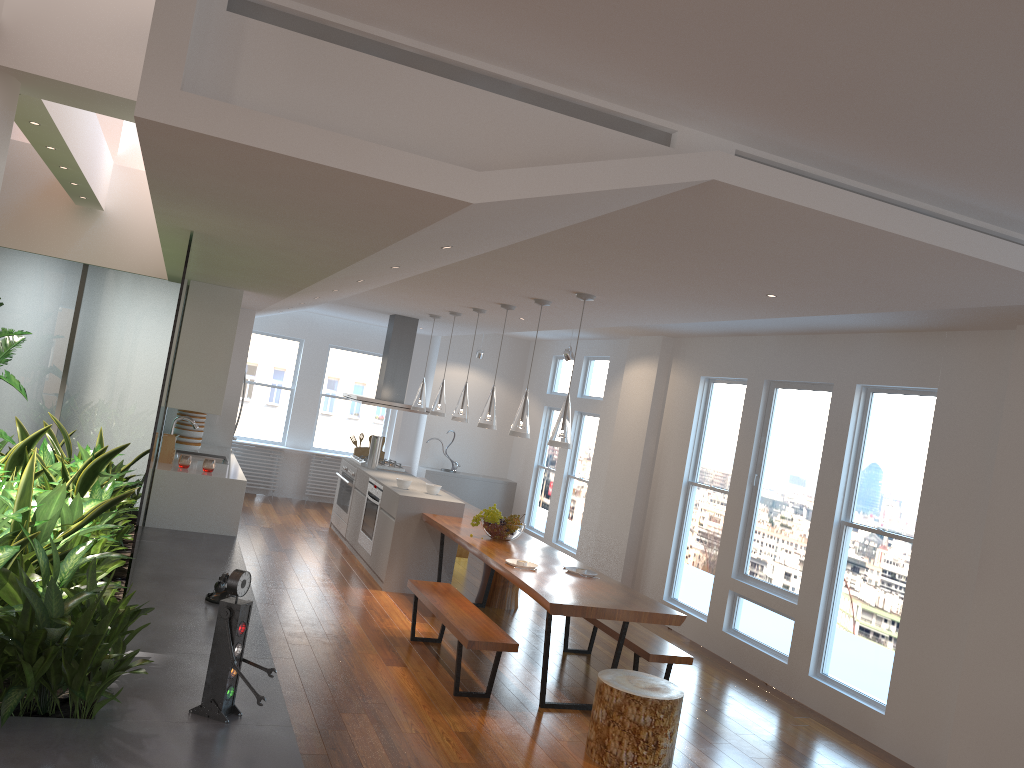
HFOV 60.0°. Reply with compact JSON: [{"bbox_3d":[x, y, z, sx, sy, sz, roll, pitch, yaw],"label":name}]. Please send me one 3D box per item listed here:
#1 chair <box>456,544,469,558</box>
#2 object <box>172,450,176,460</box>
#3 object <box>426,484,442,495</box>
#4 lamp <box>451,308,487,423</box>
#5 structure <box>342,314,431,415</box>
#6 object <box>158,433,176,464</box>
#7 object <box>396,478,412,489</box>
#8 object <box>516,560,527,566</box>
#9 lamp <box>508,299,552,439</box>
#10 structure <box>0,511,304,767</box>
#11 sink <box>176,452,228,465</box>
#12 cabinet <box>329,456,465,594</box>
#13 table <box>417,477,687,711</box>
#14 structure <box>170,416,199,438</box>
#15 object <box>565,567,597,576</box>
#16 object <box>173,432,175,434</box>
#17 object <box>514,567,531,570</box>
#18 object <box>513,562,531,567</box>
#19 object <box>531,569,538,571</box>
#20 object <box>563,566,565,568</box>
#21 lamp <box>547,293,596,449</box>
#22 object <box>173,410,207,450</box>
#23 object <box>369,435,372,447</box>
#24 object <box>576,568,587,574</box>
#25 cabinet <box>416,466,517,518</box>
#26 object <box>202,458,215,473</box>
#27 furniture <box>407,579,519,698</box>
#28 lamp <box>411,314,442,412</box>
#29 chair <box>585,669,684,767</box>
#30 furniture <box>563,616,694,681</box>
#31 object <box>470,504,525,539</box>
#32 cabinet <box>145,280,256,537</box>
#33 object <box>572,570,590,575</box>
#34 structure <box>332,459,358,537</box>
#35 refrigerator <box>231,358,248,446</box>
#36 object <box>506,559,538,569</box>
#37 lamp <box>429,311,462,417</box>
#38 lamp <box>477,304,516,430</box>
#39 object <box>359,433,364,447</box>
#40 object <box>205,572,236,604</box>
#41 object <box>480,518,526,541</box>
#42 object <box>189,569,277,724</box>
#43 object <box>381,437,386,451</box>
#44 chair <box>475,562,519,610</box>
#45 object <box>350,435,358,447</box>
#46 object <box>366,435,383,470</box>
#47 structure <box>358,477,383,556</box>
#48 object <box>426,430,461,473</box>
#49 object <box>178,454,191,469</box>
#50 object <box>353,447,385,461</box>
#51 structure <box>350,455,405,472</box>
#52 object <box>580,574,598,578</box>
[{"bbox_3d":[-0.679,1.689,10.023,0.344,0.430,0.549,10,-2,-16],"label":"chair"},{"bbox_3d":[-2.880,0.544,7.453,0.100,0.170,0.173,10,-2,-19],"label":"object"},{"bbox_3d":[-0.721,0.963,8.090,0.152,0.082,0.152,9,-2,30],"label":"object"},{"bbox_3d":[-0.361,-0.197,7.702,0.160,1.060,0.160,10,-2,7],"label":"lamp"},{"bbox_3d":[-1.265,-0.429,9.940,0.909,1.405,0.900,11,-2,-20],"label":"structure"},{"bbox_3d":[-2.802,0.526,7.217,0.104,0.222,0.200,11,-2,-20],"label":"object"},{"bbox_3d":[-0.994,0.916,8.119,0.152,0.082,0.152,9,-2,19],"label":"object"},{"bbox_3d":[0.065,1.199,5.928,0.079,0.030,0.070,9,-2,33],"label":"object"},{"bbox_3d":[0.142,-0.145,6.347,0.160,1.060,0.160,10,-2,7],"label":"lamp"},{"bbox_3d":[-2.858,1.192,4.374,3.088,0.386,5.584,11,-2,-20],"label":"structure"},{"bbox_3d":[-2.815,0.775,7.986,0.449,0.192,0.666,11,-2,-20],"label":"sink"},{"bbox_3d":[-1.267,1.357,9.055,0.597,0.832,2.936,11,-2,-20],"label":"cabinet"},{"bbox_3d":[-0.484,1.527,7.861,0.893,0.704,5.996,11,-2,-20],"label":"table"},{"bbox_3d":[-2.970,0.547,7.950,0.248,0.536,0.115,11,-2,-20],"label":"structure"},{"bbox_3d":[0.470,1.279,6.030,0.222,0.020,0.222,11,-2,-28],"label":"object"},{"bbox_3d":[-3.273,0.504,8.840,0.265,0.196,0.284,9,-2,22],"label":"object"},{"bbox_3d":[0.087,1.214,5.829,0.164,0.006,0.017,10,-2,-15],"label":"object"},{"bbox_3d":[0.064,1.209,5.928,0.124,0.011,0.124,10,-2,1],"label":"object"},{"bbox_3d":[0.098,1.211,5.797,0.149,0.014,0.044,11,-2,-22],"label":"object"},{"bbox_3d":[0.418,1.277,6.143,0.149,0.014,0.044,11,-2,-19],"label":"object"},{"bbox_3d":[0.394,-0.119,5.670,0.160,1.060,0.160,10,-2,7],"label":"lamp"},{"bbox_3d":[-3.094,0.442,8.492,0.267,0.356,0.266,10,-2,5],"label":"object"},{"bbox_3d":[-1.656,0.740,10.354,0.061,0.299,0.040,11,-2,-23],"label":"object"},{"bbox_3d":[0.471,1.273,6.031,0.079,0.030,0.070,9,-2,23],"label":"object"},{"bbox_3d":[-0.666,1.592,12.117,1.309,0.725,0.420,11,-2,-20],"label":"cabinet"},{"bbox_3d":[-2.403,0.646,7.030,0.094,0.106,0.094,10,-2,-15],"label":"object"},{"bbox_3d":[-0.386,1.650,5.763,0.316,0.389,1.433,11,-2,-20],"label":"furniture"},{"bbox_3d":[-0.864,-0.249,9.057,0.160,1.060,0.160,10,-2,7],"label":"lamp"},{"bbox_3d":[0.652,1.795,4.725,0.460,0.400,0.460,10,-2,-10],"label":"chair"},{"bbox_3d":[0.713,1.855,6.179,0.316,0.389,1.433,11,-2,-20],"label":"furniture"},{"bbox_3d":[-0.099,1.075,6.918,0.292,0.284,0.394,9,-2,34],"label":"object"},{"bbox_3d":[-3.120,0.308,8.958,0.676,2.280,4.565,11,-2,-20],"label":"cabinet"},{"bbox_3d":[0.469,1.284,6.030,0.124,0.011,0.124,11,-2,-38],"label":"object"},{"bbox_3d":[-1.616,1.292,9.892,0.649,0.735,0.890,11,-2,-20],"label":"structure"},{"bbox_3d":[-3.365,0.503,9.667,0.725,1.772,0.908,11,-2,-20],"label":"refrigerator"},{"bbox_3d":[0.064,1.205,5.928,0.222,0.020,0.222,9,-2,20],"label":"object"},{"bbox_3d":[-0.612,-0.223,8.380,0.160,1.060,0.160,10,-2,7],"label":"lamp"},{"bbox_3d":[-0.109,-0.171,7.025,0.160,1.060,0.160,10,-2,7],"label":"lamp"},{"bbox_3d":[-1.766,0.719,10.313,0.055,0.299,0.027,11,-2,-20],"label":"object"},{"bbox_3d":[-1.643,1.149,5.011,0.181,0.155,0.216,9,-2,34],"label":"object"},{"bbox_3d":[-0.082,1.142,6.912,0.360,0.159,0.360,9,-2,33],"label":"object"},{"bbox_3d":[-1.026,1.009,3.403,0.318,0.565,0.134,10,-2,16],"label":"object"},{"bbox_3d":[-1.532,0.764,10.402,0.057,0.294,0.030,11,-2,-20],"label":"object"},{"bbox_3d":[-0.097,1.727,7.876,0.396,0.455,0.402,11,-2,-30],"label":"chair"},{"bbox_3d":[-1.802,0.730,10.298,0.199,0.259,0.016,10,-2,-10],"label":"object"},{"bbox_3d":[-1.455,0.732,9.454,0.120,0.356,0.172,9,-2,28],"label":"object"},{"bbox_3d":[-1.345,1.258,8.484,0.072,0.648,0.644,11,-2,-20],"label":"structure"},{"bbox_3d":[-0.893,0.894,11.959,0.210,0.563,0.590,9,-2,41],"label":"object"},{"bbox_3d":[-2.586,0.613,7.011,0.094,0.106,0.094,10,-2,-15],"label":"object"},{"bbox_3d":[-1.667,0.818,10.343,0.353,0.157,0.084,11,-2,-20],"label":"object"},{"bbox_3d":[-1.507,0.880,9.929,0.520,0.073,0.650,11,-2,-20],"label":"structure"},{"bbox_3d":[0.519,1.284,5.936,0.158,0.017,0.019,11,-2,-25],"label":"object"}]
